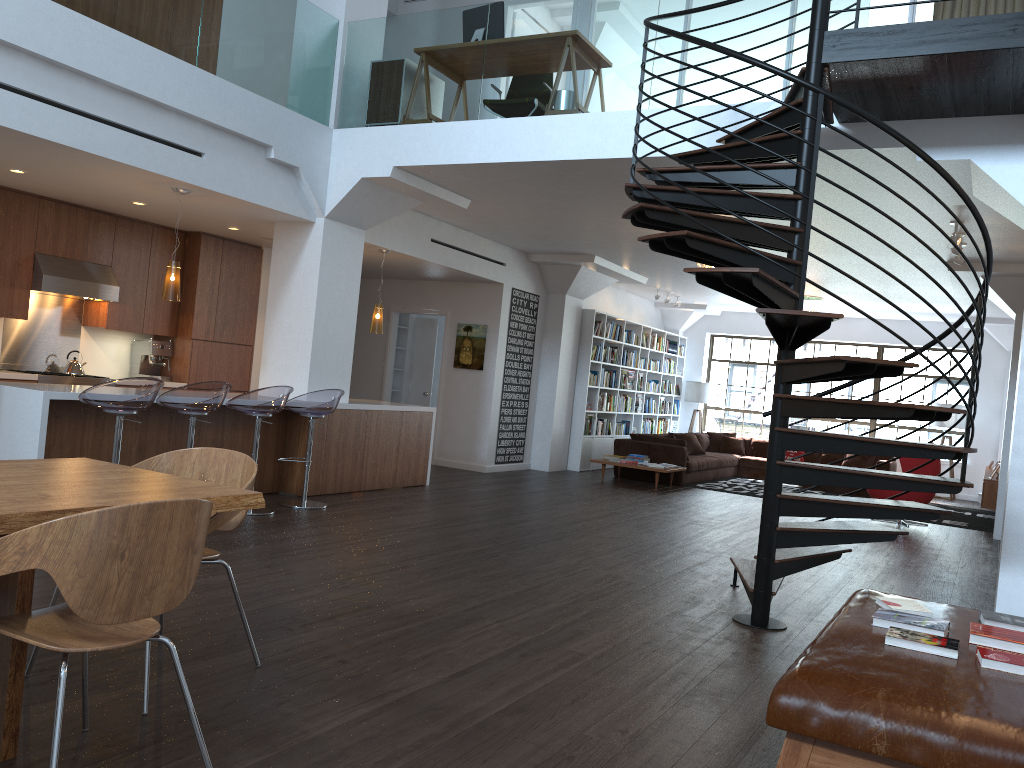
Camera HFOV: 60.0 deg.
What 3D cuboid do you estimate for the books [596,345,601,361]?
[{"bbox_3d":[1.235,-0.470,13.467,0.174,0.242,0.105,6,0,29],"label":"books"}]

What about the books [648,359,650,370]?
[{"bbox_3d":[2.335,-0.342,15.499,0.127,0.200,0.020,6,0,29],"label":"books"}]

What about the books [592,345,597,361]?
[{"bbox_3d":[1.181,-0.469,13.365,0.152,0.232,0.104,6,0,29],"label":"books"}]

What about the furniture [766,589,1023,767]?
[{"bbox_3d":[1.546,1.141,3.147,0.907,0.453,1.819,6,0,29],"label":"furniture"}]

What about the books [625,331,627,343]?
[{"bbox_3d":[1.795,-0.763,14.439,0.139,0.191,0.036,6,0,29],"label":"books"}]

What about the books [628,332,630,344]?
[{"bbox_3d":[1.862,-0.762,14.564,0.146,0.202,0.027,6,0,29],"label":"books"}]

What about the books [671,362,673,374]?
[{"bbox_3d":[2.911,-0.312,16.562,0.160,0.250,0.026,6,0,28],"label":"books"}]

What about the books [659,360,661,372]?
[{"bbox_3d":[2.601,-0.330,16.010,0.158,0.226,0.052,6,0,29],"label":"books"}]

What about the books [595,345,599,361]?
[{"bbox_3d":[1.210,-0.471,13.435,0.172,0.239,0.093,6,0,29],"label":"books"}]

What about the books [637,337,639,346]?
[{"bbox_3d":[2.072,-0.717,14.936,0.110,0.153,0.019,6,0,29],"label":"books"}]

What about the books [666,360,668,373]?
[{"bbox_3d":[2.758,-0.328,16.282,0.183,0.253,0.034,6,0,28],"label":"books"}]

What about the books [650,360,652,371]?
[{"bbox_3d":[2.375,-0.334,15.575,0.139,0.191,0.036,6,0,29],"label":"books"}]

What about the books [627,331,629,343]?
[{"bbox_3d":[1.827,-0.765,14.489,0.146,0.202,0.027,6,0,29],"label":"books"}]

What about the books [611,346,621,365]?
[{"bbox_3d":[1.643,-0.455,14.233,0.176,0.291,0.053,6,0,29],"label":"books"}]

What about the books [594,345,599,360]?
[{"bbox_3d":[1.199,-0.469,13.392,0.172,0.235,0.112,6,0,29],"label":"books"}]

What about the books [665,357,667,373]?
[{"bbox_3d":[2.738,-0.349,16.244,0.176,0.290,0.053,6,0,28],"label":"books"}]

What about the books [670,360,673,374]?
[{"bbox_3d":[2.888,-0.318,16.527,0.180,0.259,0.060,6,0,28],"label":"books"}]

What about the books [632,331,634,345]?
[{"bbox_3d":[1.946,-0.769,14.727,0.140,0.231,0.042,6,0,29],"label":"books"}]

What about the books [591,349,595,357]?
[{"bbox_3d":[1.128,-0.449,13.270,0.161,0.182,0.170,6,0,29],"label":"books"}]

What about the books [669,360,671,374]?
[{"bbox_3d":[2.856,-0.319,16.450,0.183,0.253,0.034,6,0,28],"label":"books"}]

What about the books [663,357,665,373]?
[{"bbox_3d":[2.678,-0.351,16.151,0.198,0.284,0.066,6,0,28],"label":"books"}]

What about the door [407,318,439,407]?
[{"bbox_3d":[-1.541,0.016,13.298,0.826,2.032,0.174,6,0,29],"label":"door"}]

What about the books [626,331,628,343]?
[{"bbox_3d":[1.807,-0.767,14.470,0.146,0.202,0.027,6,0,29],"label":"books"}]

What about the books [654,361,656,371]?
[{"bbox_3d":[2.490,-0.319,15.805,0.134,0.184,0.030,6,0,29],"label":"books"}]

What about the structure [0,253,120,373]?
[{"bbox_3d":[-4.337,-0.645,8.546,0.529,1.110,0.811,6,0,29],"label":"structure"}]

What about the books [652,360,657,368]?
[{"bbox_3d":[2.525,-0.324,15.865,0.127,0.200,0.020,6,0,29],"label":"books"}]

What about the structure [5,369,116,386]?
[{"bbox_3d":[-4.378,0.359,8.515,0.662,0.919,0.811,6,0,29],"label":"structure"}]

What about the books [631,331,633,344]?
[{"bbox_3d":[1.919,-0.769,14.686,0.158,0.226,0.052,6,0,29],"label":"books"}]

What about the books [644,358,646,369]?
[{"bbox_3d":[2.239,-0.352,15.318,0.146,0.202,0.027,6,0,29],"label":"books"}]

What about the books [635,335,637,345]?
[{"bbox_3d":[2.014,-0.735,14.842,0.128,0.178,0.022,6,0,29],"label":"books"}]

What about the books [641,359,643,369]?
[{"bbox_3d":[2.168,-0.342,15.191,0.122,0.169,0.023,6,0,29],"label":"books"}]

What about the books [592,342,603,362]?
[{"bbox_3d":[1.282,-0.489,13.531,0.176,0.290,0.053,6,0,29],"label":"books"}]

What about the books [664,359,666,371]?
[{"bbox_3d":[2.711,-0.331,16.184,0.160,0.250,0.026,6,0,28],"label":"books"}]

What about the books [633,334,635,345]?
[{"bbox_3d":[1.967,-0.747,14.760,0.139,0.191,0.036,6,0,29],"label":"books"}]

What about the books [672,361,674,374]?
[{"bbox_3d":[2.930,-0.311,16.615,0.183,0.253,0.034,6,0,28],"label":"books"}]

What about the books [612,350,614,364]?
[{"bbox_3d":[1.529,-0.432,14.017,0.161,0.223,0.032,6,0,29],"label":"books"}]

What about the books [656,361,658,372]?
[{"bbox_3d":[2.542,-0.321,15.893,0.136,0.196,0.045,6,0,29],"label":"books"}]

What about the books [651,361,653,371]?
[{"bbox_3d":[2.402,-0.322,15.623,0.126,0.173,0.032,6,0,29],"label":"books"}]

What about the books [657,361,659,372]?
[{"bbox_3d":[2.563,-0.316,15.928,0.139,0.191,0.036,6,0,29],"label":"books"}]

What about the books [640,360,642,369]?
[{"bbox_3d":[2.154,-0.340,15.146,0.106,0.162,0.032,6,0,29],"label":"books"}]

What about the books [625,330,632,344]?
[{"bbox_3d":[1.901,-0.773,14.640,0.140,0.231,0.042,6,0,29],"label":"books"}]

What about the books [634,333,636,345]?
[{"bbox_3d":[1.984,-0.747,14.797,0.136,0.196,0.045,6,0,29],"label":"books"}]

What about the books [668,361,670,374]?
[{"bbox_3d":[2.827,-0.315,16.421,0.174,0.240,0.045,6,0,28],"label":"books"}]

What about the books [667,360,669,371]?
[{"bbox_3d":[2.777,-0.326,16.309,0.183,0.253,0.034,6,0,28],"label":"books"}]

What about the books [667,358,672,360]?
[{"bbox_3d":[2.866,-0.336,16.485,0.176,0.290,0.036,6,0,28],"label":"books"}]

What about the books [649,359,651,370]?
[{"bbox_3d":[2.350,-0.342,15.521,0.146,0.202,0.027,6,0,29],"label":"books"}]

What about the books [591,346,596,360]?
[{"bbox_3d":[1.163,-0.464,13.341,0.161,0.218,0.101,6,0,29],"label":"books"}]

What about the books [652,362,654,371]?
[{"bbox_3d":[2.446,-0.313,15.684,0.106,0.162,0.032,6,0,29],"label":"books"}]

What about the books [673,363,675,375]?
[{"bbox_3d":[2.973,-0.292,16.676,0.161,0.223,0.026,6,0,28],"label":"books"}]

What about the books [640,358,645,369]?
[{"bbox_3d":[2.207,-0.350,15.267,0.139,0.191,0.036,6,0,29],"label":"books"}]

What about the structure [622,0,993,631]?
[{"bbox_3d":[1.618,-0.813,5.021,1.998,4.352,1.998,6,0,-11],"label":"structure"}]

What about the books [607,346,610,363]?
[{"bbox_3d":[1.427,-0.460,13.859,0.180,0.259,0.042,6,0,29],"label":"books"}]

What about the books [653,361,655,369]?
[{"bbox_3d":[2.479,-0.317,15.782,0.128,0.178,0.022,6,0,29],"label":"books"}]

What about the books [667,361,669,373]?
[{"bbox_3d":[2.796,-0.321,16.350,0.171,0.246,0.057,6,0,28],"label":"books"}]

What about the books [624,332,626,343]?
[{"bbox_3d":[1.770,-0.756,14.388,0.126,0.173,0.032,6,0,29],"label":"books"}]

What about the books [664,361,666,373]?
[{"bbox_3d":[2.724,-0.316,16.205,0.161,0.223,0.026,6,0,28],"label":"books"}]

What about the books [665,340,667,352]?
[{"bbox_3d":[2.748,-0.689,16.195,0.161,0.223,0.032,6,0,29],"label":"books"}]

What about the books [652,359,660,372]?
[{"bbox_3d":[2.581,-0.335,15.965,0.140,0.231,0.042,6,0,29],"label":"books"}]
